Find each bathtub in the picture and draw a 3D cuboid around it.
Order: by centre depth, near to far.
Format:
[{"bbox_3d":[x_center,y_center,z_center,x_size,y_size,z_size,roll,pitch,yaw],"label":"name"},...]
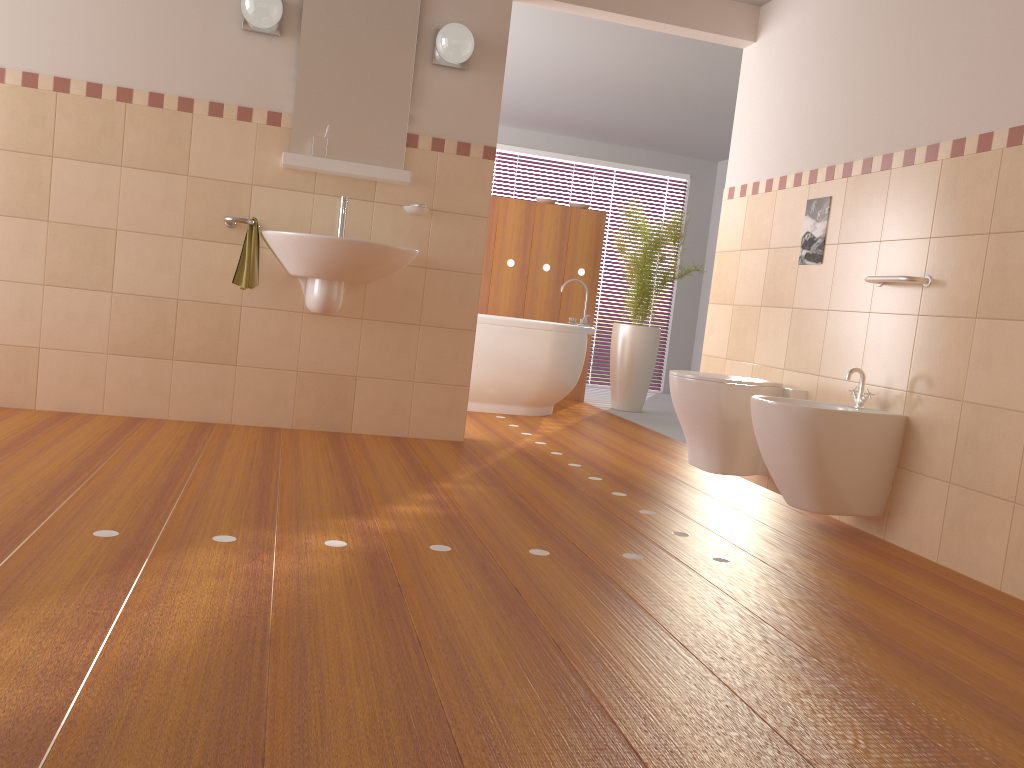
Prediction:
[{"bbox_3d":[-0.366,-0.324,5.756,1.874,0.900,0.888,5,5,-14],"label":"bathtub"}]

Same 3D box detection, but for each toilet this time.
[{"bbox_3d":[0.910,0.169,3.795,0.534,0.400,0.375,5,5,-15],"label":"toilet"}]

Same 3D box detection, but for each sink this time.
[{"bbox_3d":[1.084,0.186,3.153,0.515,0.517,0.335,5,5,-15],"label":"sink"},{"bbox_3d":[-0.725,-0.548,3.760,0.683,0.516,0.539,5,5,-14],"label":"sink"}]

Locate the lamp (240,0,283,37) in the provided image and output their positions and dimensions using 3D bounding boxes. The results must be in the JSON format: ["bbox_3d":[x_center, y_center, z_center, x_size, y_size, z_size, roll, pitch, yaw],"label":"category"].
[{"bbox_3d":[-1.051,-1.581,3.729,0.173,0.173,0.209,5,5,-15],"label":"lamp"}]

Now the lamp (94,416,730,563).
[{"bbox_3d":[-1.231,0.220,3.586,3.173,0.001,2.893,5,5,-15],"label":"lamp"}]

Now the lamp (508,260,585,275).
[{"bbox_3d":[-0.008,-0.904,6.626,1.169,0.052,0.001,5,5,-15],"label":"lamp"}]

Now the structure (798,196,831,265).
[{"bbox_3d":[1.271,-0.642,3.730,0.005,0.279,0.170,5,5,-15],"label":"structure"}]

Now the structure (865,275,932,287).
[{"bbox_3d":[1.356,-0.370,3.157,0.091,0.042,0.295,5,5,-15],"label":"structure"}]

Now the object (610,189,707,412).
[{"bbox_3d":[1.042,-0.562,6.545,0.683,1.557,1.335,8,5,18],"label":"object"}]

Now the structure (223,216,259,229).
[{"bbox_3d":[-1.146,-0.681,3.743,0.142,0.042,0.333,5,5,-15],"label":"structure"}]

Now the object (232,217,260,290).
[{"bbox_3d":[-1.104,-0.549,3.764,0.085,0.306,0.181,7,5,2],"label":"object"}]

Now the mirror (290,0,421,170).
[{"bbox_3d":[-0.692,-1.382,3.932,0.502,0.799,0.008,5,5,-15],"label":"mirror"}]

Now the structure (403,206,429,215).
[{"bbox_3d":[-0.434,-0.788,4.033,0.117,0.029,0.092,5,5,-15],"label":"structure"}]

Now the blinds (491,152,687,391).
[{"bbox_3d":[-0.707,-1.146,7.990,4.712,2.022,0.032,5,5,-15],"label":"blinds"}]

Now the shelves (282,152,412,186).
[{"bbox_3d":[-0.729,-0.949,3.919,0.554,0.050,0.138,5,5,-15],"label":"shelves"}]

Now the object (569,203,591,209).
[{"bbox_3d":[0.521,-1.360,6.843,0.173,0.046,0.173,5,5,-15],"label":"object"}]

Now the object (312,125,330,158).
[{"bbox_3d":[-0.836,-1.057,3.872,0.063,0.149,0.073,5,5,-15],"label":"object"}]

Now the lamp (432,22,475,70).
[{"bbox_3d":[-0.255,-1.507,3.936,0.173,0.173,0.209,5,5,-15],"label":"lamp"}]

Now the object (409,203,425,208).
[{"bbox_3d":[-0.430,-0.810,4.033,0.075,0.023,0.050,11,6,40],"label":"object"}]

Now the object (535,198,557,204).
[{"bbox_3d":[0.259,-1.385,6.775,0.173,0.046,0.173,5,5,-15],"label":"object"}]
